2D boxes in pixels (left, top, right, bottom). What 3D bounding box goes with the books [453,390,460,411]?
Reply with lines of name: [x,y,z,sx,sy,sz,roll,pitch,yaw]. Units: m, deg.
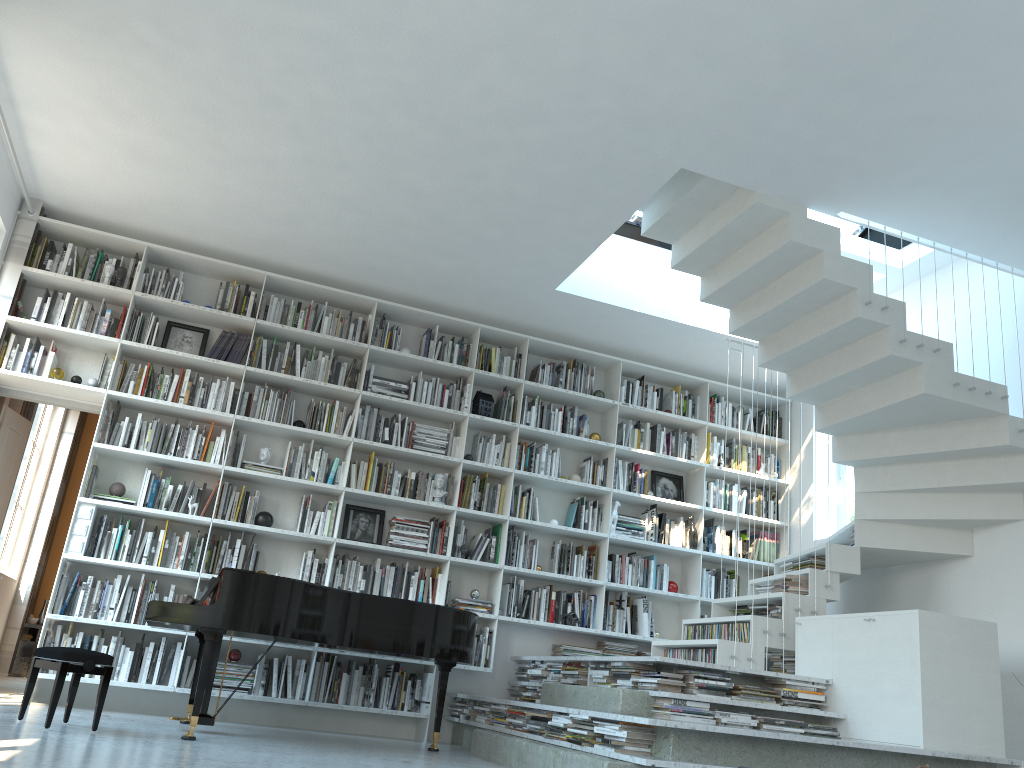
books: [-0.460,0.169,7.007,0.029,0.202,0.192,13,-20,-17]

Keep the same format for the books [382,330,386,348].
books: [-1.025,-0.305,6.960,0.011,0.204,0.146,13,-20,-17]

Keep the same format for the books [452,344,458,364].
books: [-0.478,-0.193,7.091,0.023,0.201,0.193,13,-20,-17]

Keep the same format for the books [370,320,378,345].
books: [-1.099,-0.353,6.917,0.026,0.252,0.186,13,-20,-17]

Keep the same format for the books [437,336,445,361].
books: [-0.584,-0.237,7.104,0.028,0.269,0.140,13,-20,-17]

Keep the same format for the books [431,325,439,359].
books: [-0.637,-0.287,7.073,0.010,0.330,0.186,13,-20,-17]

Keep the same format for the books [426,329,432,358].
books: [-0.680,-0.276,7.064,0.011,0.295,0.157,13,-20,-17]

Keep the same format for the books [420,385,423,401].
books: [-0.732,0.113,6.940,0.011,0.203,0.133,13,-20,-17]

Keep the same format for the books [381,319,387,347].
books: [-1.026,-0.353,6.960,0.010,0.295,0.153,13,-20,-17]

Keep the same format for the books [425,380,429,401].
books: [-0.693,0.102,6.956,0.012,0.243,0.132,13,-20,-17]

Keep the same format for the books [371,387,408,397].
books: [-0.965,0.082,6.856,0.285,0.012,0.160,13,-20,-19]

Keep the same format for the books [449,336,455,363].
books: [-0.503,-0.230,7.100,0.010,0.269,0.180,13,-20,-17]

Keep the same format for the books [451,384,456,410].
books: [-0.489,0.139,7.021,0.029,0.260,0.133,13,-20,-17]

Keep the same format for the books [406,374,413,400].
books: [-0.811,0.067,6.910,0.012,0.253,0.161,13,-20,-17]

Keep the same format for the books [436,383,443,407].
books: [-0.597,0.127,6.964,0.023,0.222,0.191,13,-20,-17]

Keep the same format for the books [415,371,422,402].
books: [-0.748,0.061,6.918,0.011,0.283,0.190,13,-20,-17]

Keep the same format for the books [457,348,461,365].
books: [-0.449,-0.174,7.139,0.014,0.203,0.135,13,-20,-17]

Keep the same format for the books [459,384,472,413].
books: [-0.387,0.149,6.979,0.037,0.236,0.273,13,-20,-17]

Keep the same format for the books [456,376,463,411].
books: [-0.436,0.114,7.042,0.012,0.333,0.156,13,-20,-17]

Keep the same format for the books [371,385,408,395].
books: [-0.959,0.063,6.856,0.285,0.024,0.160,11,-20,-12]

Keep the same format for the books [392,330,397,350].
books: [-0.944,-0.299,6.969,0.016,0.218,0.144,13,-20,-17]

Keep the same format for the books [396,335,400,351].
books: [-0.920,-0.275,6.979,0.010,0.186,0.153,13,-20,-17]

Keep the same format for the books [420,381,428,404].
books: [-0.709,0.107,6.935,0.027,0.215,0.190,13,-20,-17]

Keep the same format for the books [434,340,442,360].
books: [-0.617,-0.223,7.067,0.050,0.210,0.173,13,-20,-17]

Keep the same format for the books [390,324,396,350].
books: [-0.956,-0.322,6.976,0.013,0.263,0.147,13,-20,-17]

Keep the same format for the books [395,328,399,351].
books: [-0.930,-0.305,6.995,0.013,0.248,0.148,13,-20,-17]

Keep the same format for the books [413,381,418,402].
books: [-0.781,0.097,6.940,0.024,0.222,0.129,13,-20,-17]

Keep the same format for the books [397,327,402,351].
books: [-0.904,-0.308,6.987,0.011,0.255,0.144,13,-20,-17]

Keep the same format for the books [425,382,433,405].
books: [-0.672,0.115,6.949,0.028,0.218,0.184,13,-20,-17]

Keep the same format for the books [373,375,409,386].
books: [-0.955,-0.002,6.890,0.285,0.024,0.160,13,-20,-17]

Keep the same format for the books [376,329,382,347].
books: [-1.059,-0.314,6.927,0.026,0.194,0.167,13,-20,-17]

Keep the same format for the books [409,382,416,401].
books: [-0.796,0.101,6.901,0.025,0.187,0.194,13,-20,-17]

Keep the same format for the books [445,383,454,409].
books: [-0.512,0.135,6.995,0.032,0.247,0.174,13,-20,-17]

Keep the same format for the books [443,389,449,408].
books: [-0.544,0.157,6.978,0.029,0.187,0.176,13,-20,-17]

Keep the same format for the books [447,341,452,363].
books: [-0.526,-0.213,7.103,0.023,0.235,0.154,13,-20,-17]

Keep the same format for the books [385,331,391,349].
books: [-0.995,-0.298,6.953,0.023,0.195,0.172,13,-20,-17]

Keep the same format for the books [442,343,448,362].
books: [-0.552,-0.205,7.085,0.033,0.202,0.167,13,-20,-17]

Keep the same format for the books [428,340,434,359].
books: [-0.670,-0.227,7.067,0.031,0.208,0.147,13,-20,-17]

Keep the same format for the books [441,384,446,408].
books: [-0.562,0.134,6.982,0.012,0.229,0.159,13,-20,-17]

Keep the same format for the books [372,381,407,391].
books: [-0.958,0.041,6.866,0.254,0.025,0.161,14,-21,-21]

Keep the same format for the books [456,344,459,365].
books: [-0.468,-0.191,7.143,0.026,0.233,0.137,13,-20,-17]

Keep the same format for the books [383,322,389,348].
books: [-1.003,-0.337,6.948,0.011,0.264,0.164,13,-20,-17]

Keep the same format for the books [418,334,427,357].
books: [-0.720,-0.257,7.055,0.012,0.244,0.151,13,-20,-17]

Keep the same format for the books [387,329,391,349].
books: [-0.986,-0.307,6.982,0.006,0.232,0.136,13,-20,-17]

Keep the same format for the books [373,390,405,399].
books: [-0.967,0.104,6.847,0.254,0.012,0.161,14,-20,-20]

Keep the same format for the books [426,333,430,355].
books: [-0.695,-0.262,7.064,0.011,0.266,0.129,13,-20,-17]

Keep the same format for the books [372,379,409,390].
books: [-0.956,0.019,6.878,0.285,0.024,0.160,12,-20,-15]

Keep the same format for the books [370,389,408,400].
books: [-0.966,0.092,6.850,0.285,0.012,0.160,14,-20,-20]

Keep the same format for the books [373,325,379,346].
books: [-1.084,-0.331,6.937,0.023,0.227,0.157,13,-20,-17]

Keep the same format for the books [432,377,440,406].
books: [-0.619,0.103,6.972,0.023,0.268,0.185,13,-20,-17]

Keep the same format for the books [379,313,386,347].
books: [-1.037,-0.375,6.969,0.014,0.339,0.145,13,-20,-17]

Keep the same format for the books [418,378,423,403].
books: [-0.740,0.091,6.930,0.021,0.236,0.172,13,-20,-17]

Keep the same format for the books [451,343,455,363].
books: [-0.500,-0.199,7.104,0.012,0.216,0.180,13,-20,-17]

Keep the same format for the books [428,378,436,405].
books: [-0.650,0.101,6.984,0.029,0.272,0.141,13,-20,-17]

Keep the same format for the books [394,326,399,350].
books: [-0.932,-0.314,6.976,0.005,0.254,0.168,13,-20,-17]

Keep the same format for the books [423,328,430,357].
books: [-0.699,-0.281,7.050,0.014,0.291,0.176,13,-20,-17]

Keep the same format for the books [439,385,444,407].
books: [-0.574,0.133,6.984,0.010,0.229,0.152,13,-20,-17]

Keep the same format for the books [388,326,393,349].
books: [-0.972,-0.315,6.975,0.014,0.247,0.139,13,-20,-17]
